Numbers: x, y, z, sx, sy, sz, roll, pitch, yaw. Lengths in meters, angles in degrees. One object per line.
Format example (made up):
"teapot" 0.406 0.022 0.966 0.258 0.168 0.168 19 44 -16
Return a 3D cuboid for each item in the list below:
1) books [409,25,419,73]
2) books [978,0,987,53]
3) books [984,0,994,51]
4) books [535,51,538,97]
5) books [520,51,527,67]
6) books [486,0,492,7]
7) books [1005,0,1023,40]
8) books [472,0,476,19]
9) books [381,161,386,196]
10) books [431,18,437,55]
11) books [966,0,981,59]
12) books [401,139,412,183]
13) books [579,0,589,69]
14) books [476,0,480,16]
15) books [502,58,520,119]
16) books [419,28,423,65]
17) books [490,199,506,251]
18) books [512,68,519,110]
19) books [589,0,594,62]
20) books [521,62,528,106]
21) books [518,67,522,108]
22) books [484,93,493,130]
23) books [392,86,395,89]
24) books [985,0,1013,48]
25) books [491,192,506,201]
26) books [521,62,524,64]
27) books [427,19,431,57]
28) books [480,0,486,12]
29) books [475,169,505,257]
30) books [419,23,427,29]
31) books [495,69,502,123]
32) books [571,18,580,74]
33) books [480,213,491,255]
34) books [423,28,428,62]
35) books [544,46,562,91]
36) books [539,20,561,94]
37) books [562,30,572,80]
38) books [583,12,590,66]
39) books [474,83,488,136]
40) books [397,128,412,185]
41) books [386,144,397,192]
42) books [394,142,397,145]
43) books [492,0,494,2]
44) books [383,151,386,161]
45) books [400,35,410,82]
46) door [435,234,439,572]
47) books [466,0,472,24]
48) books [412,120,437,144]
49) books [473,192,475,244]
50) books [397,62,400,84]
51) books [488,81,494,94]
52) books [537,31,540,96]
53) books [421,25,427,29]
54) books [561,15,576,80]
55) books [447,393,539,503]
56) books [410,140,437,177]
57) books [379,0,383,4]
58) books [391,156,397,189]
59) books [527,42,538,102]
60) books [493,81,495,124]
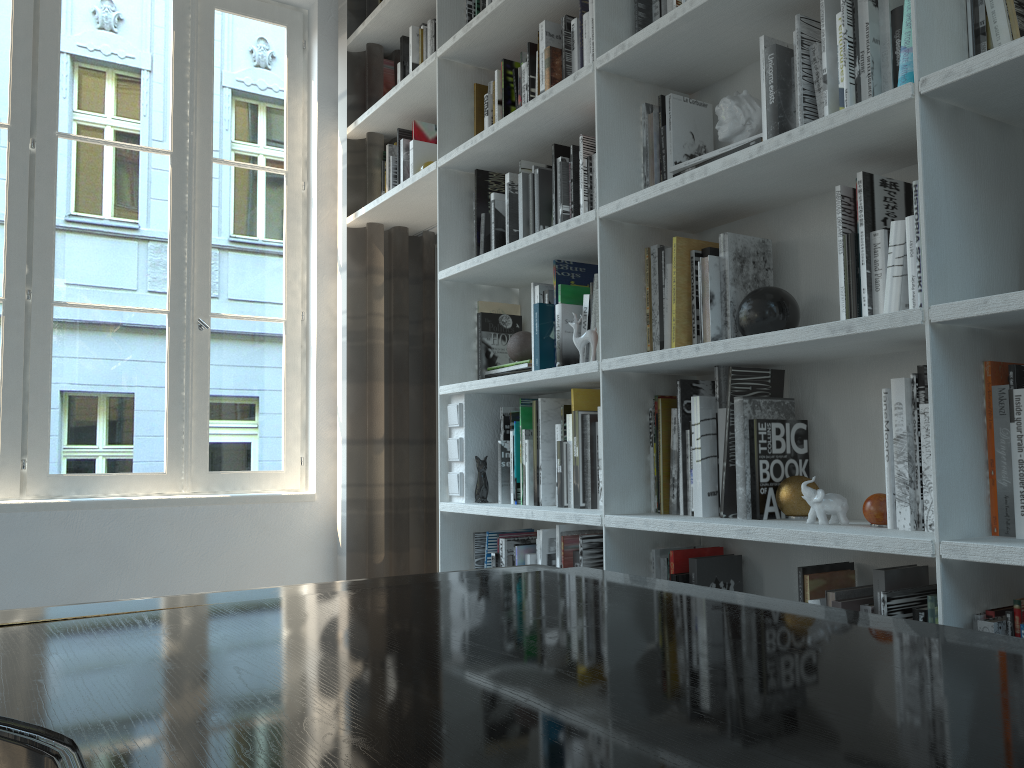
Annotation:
"books" -0.302 -1.194 3.358 0.179 0.285 0.021 2 -5 -32
"books" 0.854 -0.623 1.537 0.140 0.281 0.010 2 -5 -32
"books" 0.859 -0.600 1.526 0.142 0.235 0.011 2 -5 -32
"books" 0.144 -0.867 2.663 0.162 0.238 0.047 2 -5 -32
"books" 0.094 -0.878 2.750 0.150 0.277 0.012 2 -5 -32
"books" -0.002 -1.224 2.883 0.183 0.258 0.023 2 -5 -32
"books" 0.875 -0.608 1.476 0.162 0.241 0.042 2 -5 -32
"books" -0.051 -1.196 2.948 0.186 0.214 0.004 2 -5 -32
"books" -0.445 -0.776 3.588 0.179 0.228 0.013 2 -5 -32
"books" -0.218 -1.188 3.238 0.166 0.250 0.030 2 -5 -32
"books" 0.841 -0.608 1.540 0.161 0.254 0.012 2 -5 -32
"books" -0.334 -0.800 3.378 0.188 0.236 0.021 2 -5 -32
"books" 0.264 -0.907 2.455 0.188 0.280 0.012 2 -5 -32
"books" -0.038 -1.213 2.931 0.189 0.246 0.004 2 -5 -32
"books" 0.041 -0.873 2.800 0.164 0.277 0.011 2 -5 -32
"books" -0.258 -1.181 3.306 0.192 0.249 0.012 2 -5 -32
"books" 0.017 -0.467 2.801 0.188 0.203 0.028 2 -5 -32
"books" 0.071 -0.861 2.784 0.134 0.249 0.047 2 -5 -32
"books" 0.285 -0.902 2.412 0.174 0.263 0.022 2 -5 -32
"books" 0.109 -0.852 2.701 0.173 0.217 0.031 2 -5 -32
"books" 0.091 -0.850 2.730 0.164 0.218 0.014 2 -5 -32
"books" -0.010 -0.825 2.874 0.175 0.195 0.026 2 -5 -32
"books" -0.407 -1.119 3.580 0.129 0.175 0.121 2 -5 -32
"books" 0.855 -0.590 1.484 0.156 0.208 0.053 2 -5 -32
"books" 0.013 -0.480 2.829 0.177 0.235 0.022 2 -5 -32
"books" 0.103 -0.856 2.723 0.170 0.228 0.011 2 -5 -32
"books" -0.232 -1.191 3.262 0.167 0.260 0.025 2 -5 -32
"books" -0.021 -1.201 2.913 0.186 0.218 0.018 2 -5 -32
"books" -0.038 -0.523 2.896 0.184 0.333 0.012 2 -5 -32
"books" -0.271 -1.199 3.344 0.155 0.291 0.037 2 -5 -32
"books" 0.030 -0.858 2.830 0.187 0.252 0.014 2 -5 -32
"books" 0.240 -0.891 2.521 0.157 0.260 0.029 2 -5 -32
"books" -0.018 -0.449 2.873 0.189 0.182 0.037 2 -5 -32
"books" -0.249 -1.179 3.292 0.173 0.244 0.022 2 -5 -32
"books" 0.179 -0.854 2.559 0.192 0.195 0.029 2 -5 -32
"books" 0.166 -0.897 2.589 0.185 0.285 0.030 2 -5 -32
"books" 0.217 -0.876 2.530 0.171 0.232 0.013 2 -5 -32
"books" 0.272 -0.884 2.433 0.172 0.230 0.030 2 -5 -32
"books" -0.047 -0.853 2.949 0.180 0.263 0.012 2 -5 -32
"books" -0.358 -0.826 3.426 0.187 0.297 0.013 2 -5 -32
"books" -0.421 -0.806 3.553 0.170 0.281 0.023 2 -5 -32
"books" -0.412 -0.815 3.581 0.135 0.302 0.013 2 -5 -32
"books" 0.019 -1.205 2.847 0.185 0.214 0.012 2 -5 -32
"books" -0.461 -0.798 3.594 0.188 0.272 0.011 2 -5 -32
"books" -0.343 -1.186 3.431 0.186 0.282 0.023 2 -5 -32
"door" 0.198 0.353 3.562 0.786 1.979 0.834 2 -5 -32
"books" -0.075 -1.230 3.006 0.184 0.292 0.005 2 -5 -32
"books" -0.292 -0.833 3.352 0.179 0.298 0.013 2 -5 -32
"books" -0.045 -0.488 2.912 0.176 0.265 0.027 2 -5 -32
"books" -0.375 -1.146 3.510 0.166 0.217 0.034 2 -5 -32
"books" -0.013 -0.852 2.926 0.153 0.258 0.062 2 -5 -32
"books" 0.157 -0.887 2.614 0.187 0.271 0.023 2 -5 -32
"books" -0.264 -1.189 3.317 0.162 0.268 0.013 2 -5 -32
"books" 0.216 -0.901 2.554 0.161 0.286 0.025 2 -5 -32
"books" -0.056 0.206 2.845 0.307 0.339 0.106 2 -5 -32
"books" -0.292 -0.792 3.324 0.187 0.211 0.029 2 -5 -32
"books" -0.463 -1.503 3.639 0.188 0.219 0.014 2 -5 -32
"books" -0.397 -0.779 3.512 0.181 0.220 0.010 2 -5 -32
"books" 0.125 -0.882 2.687 0.180 0.272 0.014 2 -5 -32
"books" 0.020 -0.845 2.849 0.172 0.229 0.030 2 -5 -32
